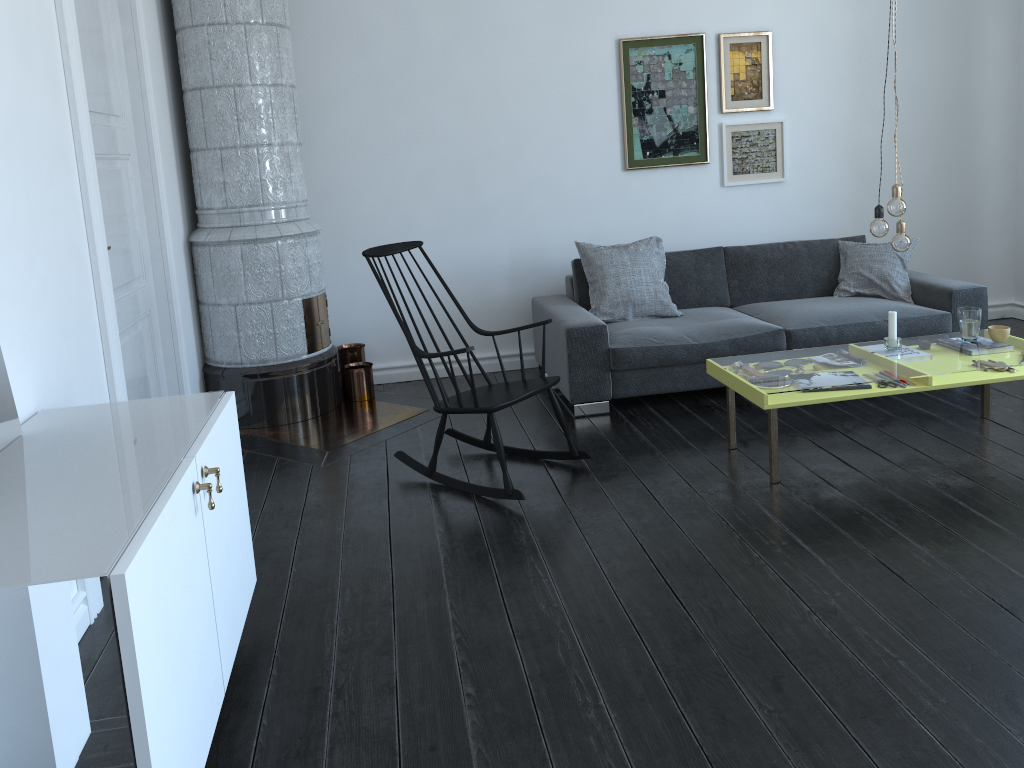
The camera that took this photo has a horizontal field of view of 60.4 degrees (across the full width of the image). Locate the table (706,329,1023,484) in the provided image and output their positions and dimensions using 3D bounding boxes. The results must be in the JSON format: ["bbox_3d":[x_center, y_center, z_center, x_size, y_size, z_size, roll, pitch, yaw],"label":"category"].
[{"bbox_3d":[1.626,0.082,3.813,1.402,0.392,0.613,-6,13,-8],"label":"table"}]

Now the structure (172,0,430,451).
[{"bbox_3d":[-1.277,-1.233,4.773,1.273,2.838,0.790,3,11,37],"label":"structure"}]

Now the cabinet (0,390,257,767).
[{"bbox_3d":[-0.971,0.549,2.092,0.591,0.720,1.226,-6,13,-8],"label":"cabinet"}]

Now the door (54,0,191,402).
[{"bbox_3d":[-1.645,-0.716,3.716,0.116,2.430,1.190,-5,10,-8],"label":"door"}]

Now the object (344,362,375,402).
[{"bbox_3d":[-0.900,-0.013,5.211,0.175,0.196,0.174,-8,12,-18],"label":"object"}]

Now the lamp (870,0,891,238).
[{"bbox_3d":[1.479,-1.333,3.545,0.086,1.470,0.075,4,12,43],"label":"lamp"}]

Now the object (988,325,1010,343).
[{"bbox_3d":[2.169,-0.219,3.921,0.087,0.065,0.089,1,13,20],"label":"object"}]

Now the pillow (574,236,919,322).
[{"bbox_3d":[1.404,-0.682,5.229,2.055,0.484,0.488,-5,12,-4],"label":"pillow"}]

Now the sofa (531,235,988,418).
[{"bbox_3d":[1.372,-0.419,5.149,2.376,0.710,1.107,-6,13,-8],"label":"sofa"}]

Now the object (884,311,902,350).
[{"bbox_3d":[1.698,-0.242,3.926,0.074,0.170,0.076,1,11,27],"label":"object"}]

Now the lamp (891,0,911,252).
[{"bbox_3d":[1.580,-1.277,3.582,0.074,1.470,0.090,-2,9,16],"label":"lamp"}]

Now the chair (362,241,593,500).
[{"bbox_3d":[-0.194,-0.107,3.850,0.909,0.987,0.622,5,13,36],"label":"chair"}]

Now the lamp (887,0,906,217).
[{"bbox_3d":[1.538,-1.417,3.531,0.074,1.470,0.075,3,11,38],"label":"lamp"}]

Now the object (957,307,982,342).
[{"bbox_3d":[2.067,-0.269,3.979,0.098,0.143,0.099,6,14,42],"label":"object"}]

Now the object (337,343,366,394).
[{"bbox_3d":[-0.971,-0.092,5.375,0.173,0.276,0.179,-5,10,-8],"label":"object"}]

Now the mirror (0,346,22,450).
[{"bbox_3d":[-1.292,-0.023,1.962,0.054,0.492,0.710,-5,13,-8],"label":"mirror"}]
